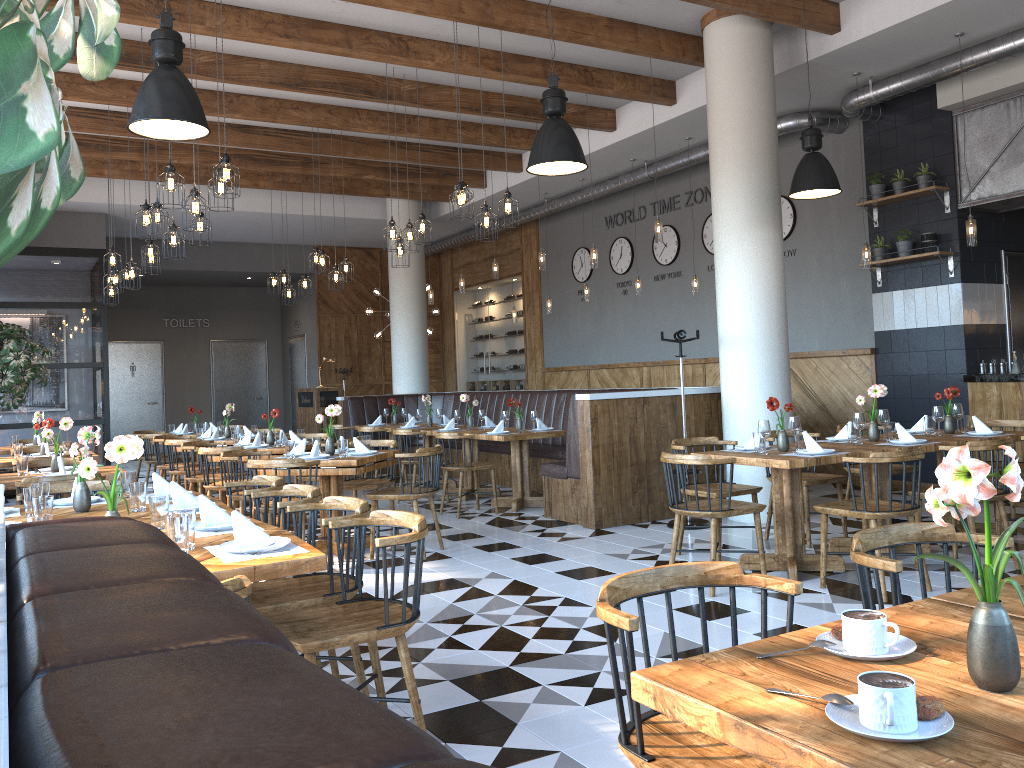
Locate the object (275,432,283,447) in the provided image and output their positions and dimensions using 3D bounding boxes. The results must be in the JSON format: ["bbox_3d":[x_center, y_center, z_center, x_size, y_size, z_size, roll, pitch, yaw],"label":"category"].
[{"bbox_3d":[-2.171,0.520,8.265,0.080,0.132,0.080,-2,-2,-15],"label":"object"}]

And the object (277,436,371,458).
[{"bbox_3d":[-1.517,0.495,7.115,0.577,0.137,0.582,-2,0,15],"label":"object"}]

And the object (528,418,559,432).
[{"bbox_3d":[0.318,0.411,9.132,0.272,0.137,0.351,-2,0,-30],"label":"object"}]

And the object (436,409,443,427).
[{"bbox_3d":[-0.883,0.413,10.807,0.081,0.216,0.081,-2,-2,1],"label":"object"}]

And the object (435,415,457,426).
[{"bbox_3d":[-0.792,0.448,11.065,0.272,0.137,0.351,-2,0,-30],"label":"object"}]

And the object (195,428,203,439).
[{"bbox_3d":[-3.523,0.568,9.983,0.080,0.132,0.080,-2,-2,-15],"label":"object"}]

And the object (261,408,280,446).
[{"bbox_3d":[-2.299,0.412,8.513,0.171,0.356,0.156,-3,-2,25],"label":"object"}]

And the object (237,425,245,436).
[{"bbox_3d":[-3.186,0.549,10.403,0.351,0.137,0.272,-2,0,15],"label":"object"}]

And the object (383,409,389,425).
[{"bbox_3d":[-1.706,0.442,12.019,0.081,0.216,0.081,-1,-2,-38],"label":"object"}]

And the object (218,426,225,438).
[{"bbox_3d":[-3.411,0.561,10.403,0.080,0.132,0.080,-2,-2,-15],"label":"object"}]

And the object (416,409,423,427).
[{"bbox_3d":[-1.157,0.424,11.063,0.081,0.216,0.081,-1,-2,-38],"label":"object"}]

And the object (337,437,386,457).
[{"bbox_3d":[-1.174,0.482,6.912,0.272,0.137,0.352,-2,0,15],"label":"object"}]

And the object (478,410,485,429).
[{"bbox_3d":[-0.336,0.395,9.853,0.081,0.216,0.081,-3,-2,24],"label":"object"}]

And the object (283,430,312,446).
[{"bbox_3d":[-2.063,0.512,8.467,0.272,0.137,0.352,-2,0,15],"label":"object"}]

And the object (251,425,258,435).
[{"bbox_3d":[-2.992,0.544,10.304,0.080,0.132,0.080,-2,-2,-15],"label":"object"}]

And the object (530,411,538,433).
[{"bbox_3d":[0.224,0.377,8.876,0.081,0.216,0.081,-3,-2,29],"label":"object"}]

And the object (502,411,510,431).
[{"bbox_3d":[-0.065,0.387,9.160,0.081,0.216,0.081,-2,-2,-21],"label":"object"}]

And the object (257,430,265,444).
[{"bbox_3d":[-2.487,0.530,8.793,0.080,0.132,0.080,-2,-2,-25],"label":"object"}]

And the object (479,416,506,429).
[{"bbox_3d":[-0.241,0.429,10.104,0.272,0.137,0.351,-2,0,-30],"label":"object"}]

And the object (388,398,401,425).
[{"bbox_3d":[-1.580,0.367,11.905,0.156,0.356,0.171,-1,-2,-37],"label":"object"}]

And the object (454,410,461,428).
[{"bbox_3d":[-0.623,0.406,10.134,0.081,0.216,0.081,-3,-2,24],"label":"object"}]

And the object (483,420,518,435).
[{"bbox_3d":[-0.142,0.431,8.878,0.272,0.137,0.351,-2,0,-30],"label":"object"}]

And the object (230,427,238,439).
[{"bbox_3d":[-3.095,0.550,9.875,0.080,0.132,0.080,-2,-2,-15],"label":"object"}]

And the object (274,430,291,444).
[{"bbox_3d":[-2.257,0.518,8.791,0.351,0.137,0.272,-2,0,15],"label":"object"}]

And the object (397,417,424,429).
[{"bbox_3d":[-1.251,0.468,10.810,0.272,0.137,0.351,-2,0,-30],"label":"object"}]

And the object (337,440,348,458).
[{"bbox_3d":[-1.280,0.490,6.714,0.080,0.132,0.080,-3,-2,35],"label":"object"}]

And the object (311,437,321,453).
[{"bbox_3d":[-1.596,0.501,7.242,0.080,0.132,0.080,-3,-2,25],"label":"object"}]

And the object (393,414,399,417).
[{"bbox_3d":[-1.579,0.478,12.041,0.080,0.132,0.080,-1,-2,-30],"label":"object"}]

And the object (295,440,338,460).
[{"bbox_3d":[-1.501,0.497,6.720,0.351,0.137,0.272,-2,0,15],"label":"object"}]

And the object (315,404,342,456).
[{"bbox_3d":[-1.435,0.361,6.953,0.206,0.401,0.146,-2,-2,-10],"label":"object"}]

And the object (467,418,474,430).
[{"bbox_3d":[-0.462,0.442,9.842,0.080,0.132,0.080,-2,-2,-25],"label":"object"}]

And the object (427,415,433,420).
[{"bbox_3d":[-1.030,0.460,11.085,0.080,0.132,0.080,-1,-2,-30],"label":"object"}]

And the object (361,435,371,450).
[{"bbox_3d":[-1.177,0.484,7.142,0.080,0.132,0.080,-3,-2,25],"label":"object"}]

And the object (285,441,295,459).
[{"bbox_3d":[-1.709,0.507,6.822,0.080,0.132,0.080,-3,-2,35],"label":"object"}]

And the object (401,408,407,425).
[{"bbox_3d":[-1.432,0.432,11.763,0.081,0.216,0.081,-2,-2,1],"label":"object"}]

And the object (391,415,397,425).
[{"bbox_3d":[-1.571,0.479,11.774,0.080,0.132,0.080,-1,-2,-45],"label":"object"}]

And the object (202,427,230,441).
[{"bbox_3d":[-3.319,0.557,9.888,0.351,0.137,0.272,-2,0,15],"label":"object"}]

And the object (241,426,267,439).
[{"bbox_3d":[-2.992,0.543,10.079,0.272,0.137,0.352,-2,0,15],"label":"object"}]

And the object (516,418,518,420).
[{"bbox_3d":[0.078,0.423,9.154,0.080,0.132,0.080,-1,-2,-30],"label":"object"}]

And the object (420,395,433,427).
[{"bbox_3d":[-1.050,0.327,10.944,0.146,0.401,0.206,-2,-2,-22],"label":"object"}]

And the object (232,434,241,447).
[{"bbox_3d":[-2.599,0.537,8.373,0.080,0.132,0.080,-2,-2,-25],"label":"object"}]

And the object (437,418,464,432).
[{"bbox_3d":[-0.700,0.449,9.850,0.272,0.137,0.351,-2,0,-30],"label":"object"}]

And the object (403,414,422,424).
[{"bbox_3d":[-1.338,0.466,12.016,0.272,0.137,0.351,-2,0,-30],"label":"object"}]

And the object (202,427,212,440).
[{"bbox_3d":[-3.513,0.564,10.212,0.272,0.137,0.352,-2,0,15],"label":"object"}]

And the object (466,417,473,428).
[{"bbox_3d":[-0.483,0.442,10.131,0.080,0.132,0.080,-1,-2,-30],"label":"object"}]

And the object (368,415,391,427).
[{"bbox_3d":[-1.797,0.486,11.762,0.272,0.137,0.351,-2,0,-30],"label":"object"}]

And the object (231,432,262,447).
[{"bbox_3d":[-2.584,0.533,8.599,0.272,0.137,0.352,-2,0,15],"label":"object"}]

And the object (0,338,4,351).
[{"bbox_3d":[-3.050,0.571,5.034,0.374,1.661,0.374,-4,-3,43],"label":"object"}]

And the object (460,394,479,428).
[{"bbox_3d":[-0.480,0.308,10.007,0.207,0.401,0.146,-1,-2,-28],"label":"object"}]

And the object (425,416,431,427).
[{"bbox_3d":[-1.022,0.461,10.818,0.080,0.132,0.080,-1,-2,-45],"label":"object"}]

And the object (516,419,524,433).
[{"bbox_3d":[0.086,0.424,8.888,0.080,0.132,0.080,-1,-2,-45],"label":"object"}]

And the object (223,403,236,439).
[{"bbox_3d":[-3.235,0.421,10.151,0.146,0.401,0.206,-2,-2,-18],"label":"object"}]

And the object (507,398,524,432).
[{"bbox_3d":[0.036,0.314,9.013,0.171,0.356,0.156,-1,-2,-27],"label":"object"}]

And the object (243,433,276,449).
[{"bbox_3d":[-2.390,0.526,8.275,0.351,0.137,0.272,-2,0,15],"label":"object"}]

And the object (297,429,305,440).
[{"bbox_3d":[-2.068,0.513,8.694,0.080,0.132,0.080,-2,-2,-25],"label":"object"}]
